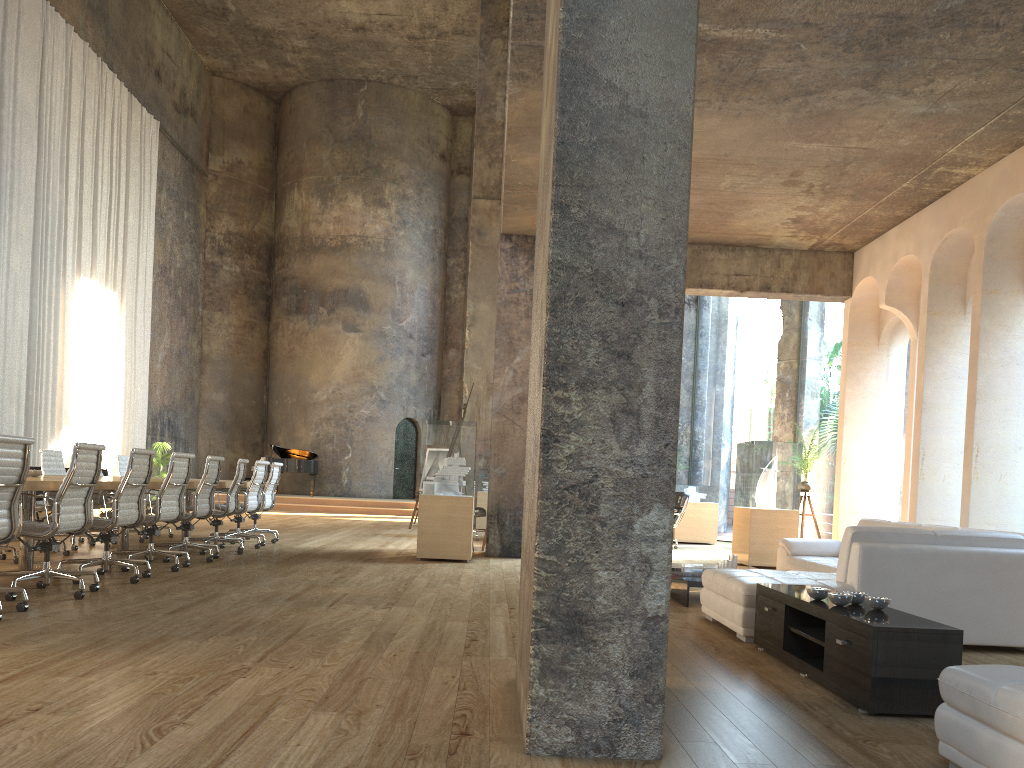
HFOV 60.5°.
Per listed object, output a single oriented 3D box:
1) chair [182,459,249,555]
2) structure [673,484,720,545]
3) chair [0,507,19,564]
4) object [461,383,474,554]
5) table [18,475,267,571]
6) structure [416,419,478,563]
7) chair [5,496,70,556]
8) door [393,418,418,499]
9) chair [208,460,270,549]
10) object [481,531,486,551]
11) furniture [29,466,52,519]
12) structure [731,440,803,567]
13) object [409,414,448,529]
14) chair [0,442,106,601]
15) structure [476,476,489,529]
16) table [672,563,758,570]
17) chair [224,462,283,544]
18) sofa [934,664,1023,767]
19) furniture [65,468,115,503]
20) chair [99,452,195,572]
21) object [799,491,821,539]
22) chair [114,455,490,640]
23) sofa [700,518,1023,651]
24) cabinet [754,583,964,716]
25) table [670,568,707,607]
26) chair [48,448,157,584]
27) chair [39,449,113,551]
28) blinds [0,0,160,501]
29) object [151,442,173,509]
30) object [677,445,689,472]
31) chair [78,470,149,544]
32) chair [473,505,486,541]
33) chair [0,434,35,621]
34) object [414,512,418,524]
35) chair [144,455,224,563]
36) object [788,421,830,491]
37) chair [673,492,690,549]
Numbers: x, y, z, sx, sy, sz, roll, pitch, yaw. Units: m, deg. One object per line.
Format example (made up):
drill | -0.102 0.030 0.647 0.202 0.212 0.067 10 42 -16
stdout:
chair | -3.200 1.305 9.465 0.699 1.025 0.666 3 -1 -2
structure | 3.158 2.286 15.426 0.735 1.014 0.745 3 -2 -1
chair | -4.557 1.018 7.517 0.698 1.025 0.667 3 -1 4
object | -0.755 1.042 10.844 0.685 2.146 0.701 3 0 -2
table | -3.914 1.245 8.096 1.601 0.756 7.746 3 -6 -1
structure | -0.724 1.213 9.958 0.594 1.547 0.743 3 0 -1
chair | -4.577 1.119 8.398 0.698 1.025 0.667 2 -1 7
door | -3.026 2.091 24.673 0.905 2.296 0.091 3 1 -43
chair | -3.230 1.402 10.322 0.698 1.025 0.667 2 -1 7
object | -0.092 1.573 11.669 0.571 1.297 0.659 3 0 -1
furniture | -7.109 1.626 13.031 0.708 0.839 1.879 3 -5 -1
structure | 3.172 1.509 10.978 0.594 1.547 0.743 3 0 -1
object | -1.346 1.597 15.909 0.699 2.146 0.686 3 1 31
chair | -3.112 0.891 5.835 0.699 1.025 0.667 3 -1 2
structure | -0.288 2.268 16.648 0.743 1.014 0.737 3 -2 -1
table | 1.710 1.711 7.655 0.859 0.246 0.371 3 -4 -1
chair | -3.288 1.498 11.185 0.698 1.025 0.667 3 -1 4
sofa | 2.455 0.908 2.460 2.067 0.720 1.075 3 -4 -2
furniture | -7.170 1.898 15.419 0.708 0.839 1.879 3 -5 -1
chair | -3.163 1.098 7.652 0.698 1.025 0.667 2 -1 7
object | 3.721 1.879 11.473 0.661 0.972 0.569 4 -1 -37
chair | -1.813 1.571 11.176 12.951 1.029 31.633 3 -7 -1
sofa | 2.348 1.385 6.662 2.064 0.720 2.940 3 -6 -1
cabinet | 1.604 1.262 4.336 0.396 0.368 1.568 3 -6 -1
table | 1.718 1.691 7.287 0.790 0.202 1.115 3 -6 -1
chair | -3.137 0.996 6.753 0.698 1.025 0.667 3 -1 4
chair | -4.602 1.221 9.296 0.698 1.025 0.667 3 -1 4
blinds | -8.070 -2.039 16.066 0.275 8.636 7.850 3 -2 0
object | -7.603 1.978 18.930 1.093 1.456 1.130 3 -2 -10
object | 2.876 1.468 16.488 0.858 0.939 0.689 3 -2 1
chair | -4.627 1.325 10.214 0.699 1.025 0.667 3 -1 2
chair | -0.739 1.971 13.704 0.821 0.892 0.731 3 -2 -5
chair | -3.090 0.783 4.887 0.698 1.025 0.667 3 -1 4
object | -1.500 1.807 17.795 0.683 2.146 0.703 3 0 25
chair | -3.182 1.198 8.533 0.698 1.025 0.667 3 -1 4
object | 3.826 0.933 11.461 0.688 0.939 0.861 3 -2 -11
chair | 2.301 2.118 13.769 0.821 0.892 0.731 3 -2 -7
